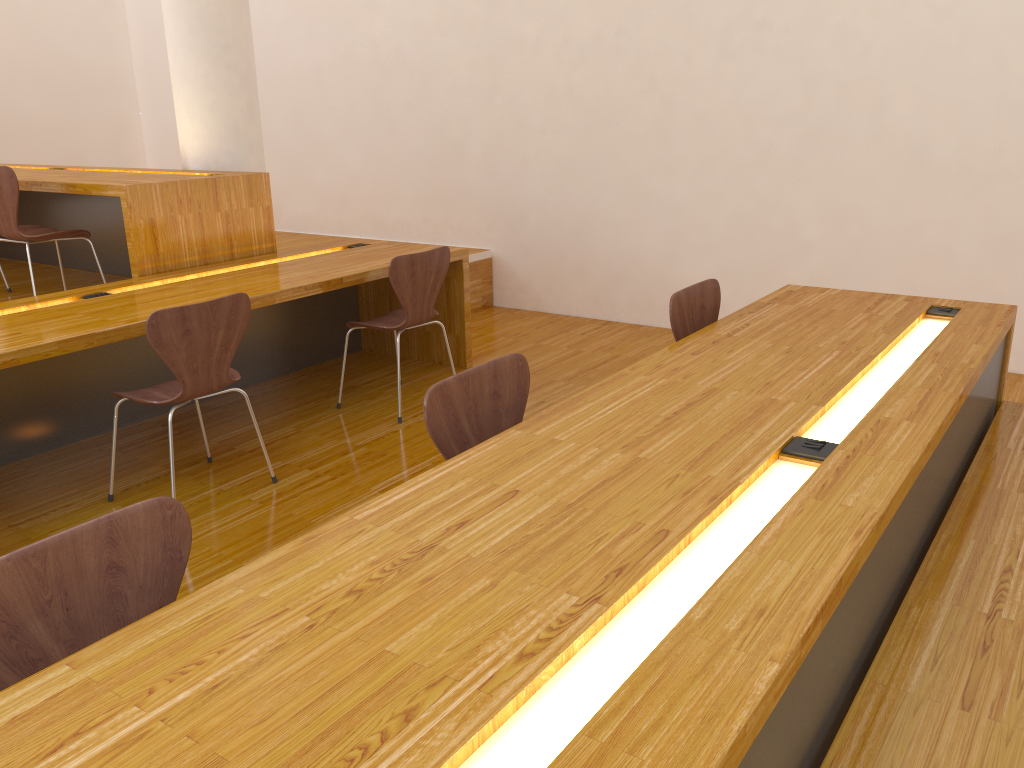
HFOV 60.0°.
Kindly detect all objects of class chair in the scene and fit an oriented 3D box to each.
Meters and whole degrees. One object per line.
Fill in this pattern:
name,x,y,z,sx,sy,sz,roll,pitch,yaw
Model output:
chair,-0.509,-0.250,3.883,0.381,0.693,0.428,11,21,33
chair,0.735,0.042,2.865,0.381,0.693,0.428,11,21,33
chair,-2.943,-0.801,4.576,0.428,0.693,0.381,11,21,33
chair,-2.144,-0.653,4.045,0.428,0.693,0.381,11,21,33
chair,-0.483,0.570,1.250,0.381,0.693,0.428,11,21,33
chair,-1.113,0.042,2.986,0.381,0.693,0.428,11,21,33
chair,0.068,0.322,2.010,0.381,0.693,0.428,11,21,33

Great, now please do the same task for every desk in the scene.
desk,-1.423,-0.027,3.393,0.760,0.606,3.185,11,21,33
desk,-2.681,-0.870,4.907,3.185,0.606,0.760,11,21,33
desk,0.652,0.576,1.842,1.285,0.918,3.236,11,21,33
